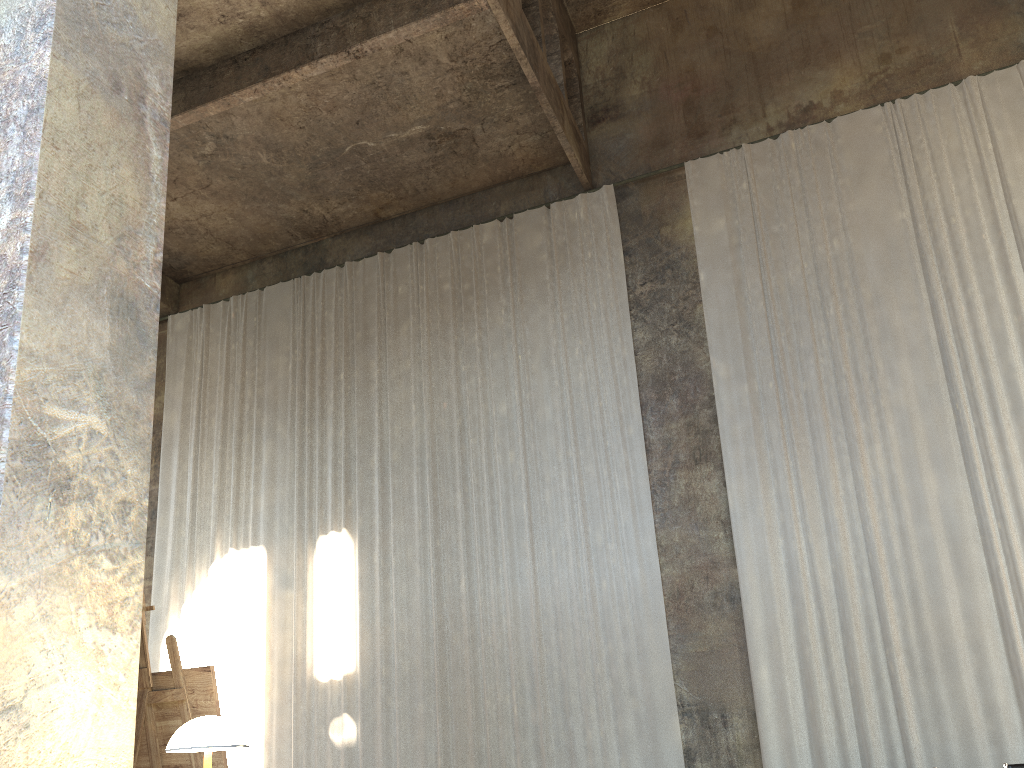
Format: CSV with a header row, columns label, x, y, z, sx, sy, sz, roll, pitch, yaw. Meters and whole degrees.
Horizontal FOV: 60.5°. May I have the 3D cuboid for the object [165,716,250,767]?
label,x,y,z,sx,sy,sz,roll,pitch,yaw
object,-0.947,1.603,2.498,0.664,1.244,0.590,-11,-20,19

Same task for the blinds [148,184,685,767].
label,x,y,z,sx,sy,sz,roll,pitch,yaw
blinds,-1.918,1.997,12.122,7.892,8.301,0.283,-12,-19,21

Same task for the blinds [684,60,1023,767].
label,x,y,z,sx,sy,sz,roll,pitch,yaw
blinds,6.108,0.169,9.236,7.892,8.301,0.283,-12,-19,21

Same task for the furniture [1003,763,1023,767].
label,x,y,z,sx,sy,sz,roll,pitch,yaw
furniture,5.276,3.559,7.374,1.884,0.809,0.733,-12,-22,19

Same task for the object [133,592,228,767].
label,x,y,z,sx,sy,sz,roll,pitch,yaw
object,-1.457,1.661,3.513,0.707,2.059,0.707,-10,-19,18
